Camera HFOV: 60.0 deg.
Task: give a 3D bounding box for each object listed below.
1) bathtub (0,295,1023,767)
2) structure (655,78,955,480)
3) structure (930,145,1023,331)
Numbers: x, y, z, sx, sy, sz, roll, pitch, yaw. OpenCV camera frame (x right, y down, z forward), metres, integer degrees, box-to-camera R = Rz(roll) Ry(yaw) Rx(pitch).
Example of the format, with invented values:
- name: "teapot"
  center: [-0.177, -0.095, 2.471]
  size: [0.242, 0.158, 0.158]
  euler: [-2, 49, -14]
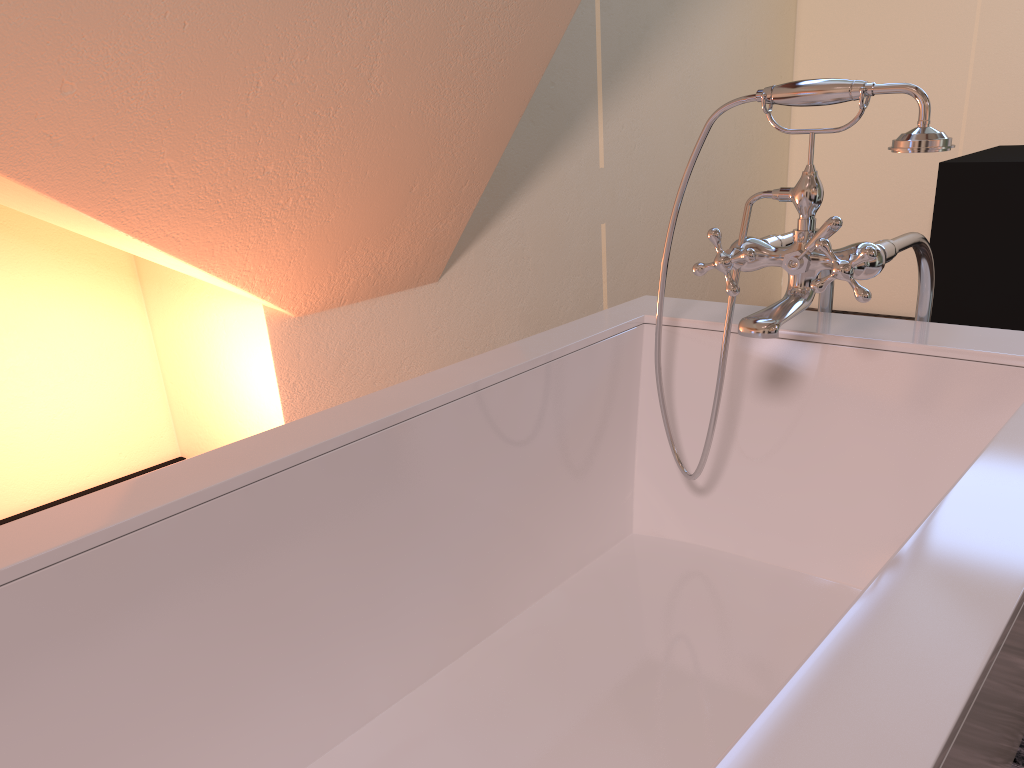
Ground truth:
- name: "bathtub"
  center: [-0.113, 0.520, 0.787]
  size: [0.795, 0.703, 2.197]
  euler: [13, 25, 38]
- name: "structure"
  center: [0.496, 0.075, 1.383]
  size: [0.551, 1.135, 0.381]
  euler: [-17, 25, -32]
- name: "structure"
  center: [1.954, -0.411, 2.955]
  size: [0.866, 0.872, 0.793]
  euler: [12, 25, 38]
